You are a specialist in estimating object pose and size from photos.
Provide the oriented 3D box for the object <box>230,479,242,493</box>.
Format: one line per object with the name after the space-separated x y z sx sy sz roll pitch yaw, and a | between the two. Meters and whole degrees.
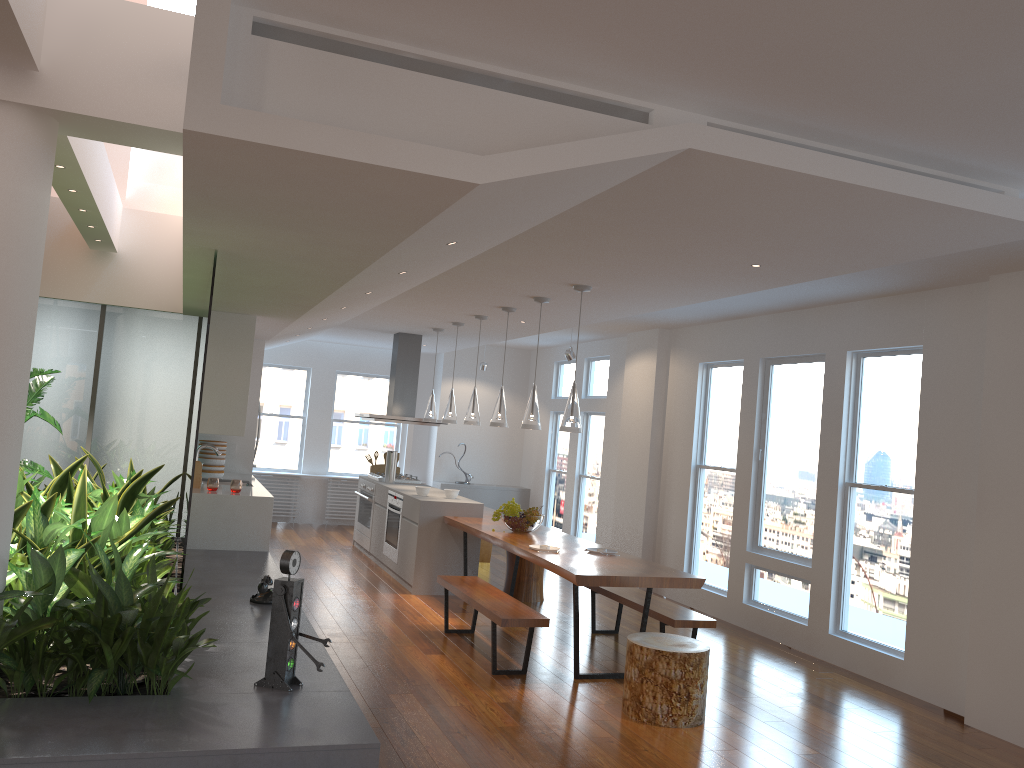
-2.276 0.844 7.321 0.094 0.106 0.094 6 -3 -14 | object

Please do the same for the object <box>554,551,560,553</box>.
0.262 1.151 6.074 0.149 0.014 0.044 6 -3 -21 | object

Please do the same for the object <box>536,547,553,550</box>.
0.228 1.156 6.205 0.124 0.011 0.124 5 -3 1 | object

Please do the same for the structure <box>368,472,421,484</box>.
-1.358 1.077 10.213 0.520 0.073 0.650 6 -3 -20 | structure

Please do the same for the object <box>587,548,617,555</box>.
0.639 1.192 6.306 0.222 0.020 0.222 7 -4 -28 | object

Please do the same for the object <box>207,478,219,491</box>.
-2.462 0.827 7.303 0.094 0.106 0.094 6 -3 -14 | object

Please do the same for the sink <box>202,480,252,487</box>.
-2.673 1.035 8.273 0.449 0.192 0.666 6 -3 -20 | sink

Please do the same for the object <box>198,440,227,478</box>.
-2.980 0.743 8.788 0.267 0.356 0.266 5 -3 6 | object

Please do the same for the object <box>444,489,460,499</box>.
-0.571 1.040 8.373 0.152 0.082 0.152 3 -4 30 | object

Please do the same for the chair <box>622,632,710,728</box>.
0.864 1.653 4.987 0.460 0.400 0.460 5 -3 -10 | chair

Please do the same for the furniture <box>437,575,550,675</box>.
-0.181 1.630 6.028 0.316 0.389 1.433 6 -3 -20 | furniture

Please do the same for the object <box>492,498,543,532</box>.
0.056 1.064 7.199 0.292 0.284 0.394 3 -4 34 | object

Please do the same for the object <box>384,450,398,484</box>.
-1.320 0.912 9.742 0.120 0.356 0.172 3 -3 28 | object

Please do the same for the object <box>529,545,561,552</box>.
0.229 1.151 6.205 0.222 0.020 0.222 4 -3 20 | object

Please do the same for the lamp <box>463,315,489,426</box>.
-0.316 -0.158 8.017 0.160 1.060 0.160 5 -3 7 | lamp

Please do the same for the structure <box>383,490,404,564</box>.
-1.166 1.399 8.759 0.072 0.648 0.644 6 -3 -20 | structure

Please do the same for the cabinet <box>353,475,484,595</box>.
-1.078 1.507 9.326 0.597 0.832 2.936 6 -3 -20 | cabinet

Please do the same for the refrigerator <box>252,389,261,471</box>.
-3.243 0.860 9.960 0.725 1.772 0.908 6 -3 -20 | refrigerator

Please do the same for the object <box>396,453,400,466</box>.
-1.392 0.977 10.689 0.057 0.294 0.030 6 -3 -20 | object

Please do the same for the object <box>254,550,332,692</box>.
-0.879 0.984 3.686 0.318 0.565 0.134 4 -3 16 | object

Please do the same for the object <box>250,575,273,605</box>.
-1.478 1.222 5.289 0.181 0.155 0.216 3 -4 34 | object

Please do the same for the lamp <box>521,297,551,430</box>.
0.187 -0.189 6.662 0.160 1.060 0.160 5 -3 7 | lamp

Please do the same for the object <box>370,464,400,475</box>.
-1.522 1.042 10.628 0.353 0.157 0.084 6 -3 -20 | object

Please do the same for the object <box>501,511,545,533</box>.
0.079 1.129 7.190 0.360 0.159 0.360 3 -4 33 | object

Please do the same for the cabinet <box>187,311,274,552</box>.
-3.017 0.625 9.257 0.676 2.280 4.565 6 -3 -20 | cabinet

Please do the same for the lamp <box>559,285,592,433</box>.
0.439 -0.204 5.984 0.160 1.060 0.160 5 -3 7 | lamp

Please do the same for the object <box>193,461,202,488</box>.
-2.684 0.765 7.511 0.104 0.222 0.200 6 -3 -20 | object

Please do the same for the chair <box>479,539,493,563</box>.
-0.461 1.812 10.285 0.344 0.430 0.549 6 -3 -16 | chair

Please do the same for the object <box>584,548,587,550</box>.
0.588 1.197 6.418 0.149 0.014 0.044 6 -3 -19 | object

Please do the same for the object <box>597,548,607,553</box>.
0.639 1.186 6.306 0.079 0.030 0.070 4 -3 23 | object

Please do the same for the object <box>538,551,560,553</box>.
0.252 1.155 6.106 0.164 0.006 0.017 6 -3 -15 | object

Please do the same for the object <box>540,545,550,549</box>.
0.229 1.145 6.206 0.079 0.030 0.070 3 -4 33 | object

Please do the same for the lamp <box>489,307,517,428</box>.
-0.065 -0.173 7.340 0.160 1.060 0.160 5 -3 7 | lamp

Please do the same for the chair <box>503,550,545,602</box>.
0.118 1.739 8.138 0.396 0.455 0.402 7 -4 -30 | chair

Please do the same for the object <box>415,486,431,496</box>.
-0.847 1.018 8.403 0.152 0.082 0.152 4 -3 19 | object

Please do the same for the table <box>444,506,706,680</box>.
-0.285 1.574 8.129 0.893 0.704 5.996 6 -3 -20 | table

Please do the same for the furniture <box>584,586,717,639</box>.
0.933 1.747 6.439 0.316 0.389 1.433 6 -3 -20 | furniture

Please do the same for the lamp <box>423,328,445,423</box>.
-0.819 -0.128 9.373 0.160 1.060 0.160 5 -3 7 | lamp

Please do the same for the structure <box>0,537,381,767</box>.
-2.686 1.355 4.651 3.088 0.386 5.584 6 -3 -20 | structure

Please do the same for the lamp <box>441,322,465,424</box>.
-0.568 -0.143 8.695 0.160 1.060 0.160 5 -3 7 | lamp

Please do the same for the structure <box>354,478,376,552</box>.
-1.430 1.497 10.165 0.649 0.735 0.890 6 -3 -20 | structure

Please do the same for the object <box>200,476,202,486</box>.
-2.759 0.797 7.747 0.100 0.170 0.173 6 -3 -18 | object

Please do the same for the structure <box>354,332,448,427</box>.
-1.233 -0.247 10.260 0.909 1.405 0.900 6 -3 -20 | structure

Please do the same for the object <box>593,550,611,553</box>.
0.639 1.196 6.306 0.124 0.011 0.124 7 -4 -38 | object

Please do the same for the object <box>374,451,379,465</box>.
-1.630 0.951 10.601 0.055 0.299 0.027 6 -3 -20 | object

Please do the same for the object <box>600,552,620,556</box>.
0.688 1.190 6.211 0.158 0.017 0.019 6 -3 -25 | object

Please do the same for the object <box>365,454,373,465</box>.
-1.665 0.965 10.585 0.199 0.259 0.016 5 -3 -10 | object

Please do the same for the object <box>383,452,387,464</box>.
-1.518 0.963 10.642 0.061 0.299 0.040 6 -3 -23 | object

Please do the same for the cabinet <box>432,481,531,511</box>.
-0.452 1.772 12.381 1.309 0.725 0.420 6 -3 -20 | cabinet

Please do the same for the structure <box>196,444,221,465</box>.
-2.848 0.821 8.243 0.248 0.536 0.115 6 -3 -20 | structure

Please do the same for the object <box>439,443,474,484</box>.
-0.741 1.092 12.243 0.210 0.563 0.590 2 -4 41 | object
